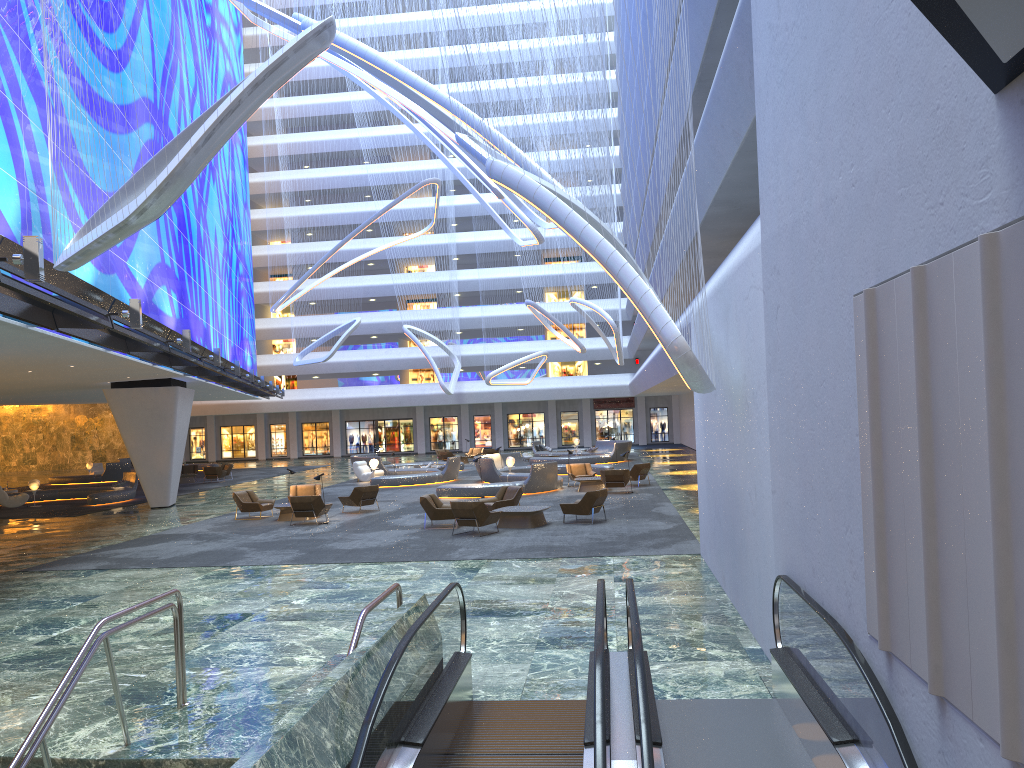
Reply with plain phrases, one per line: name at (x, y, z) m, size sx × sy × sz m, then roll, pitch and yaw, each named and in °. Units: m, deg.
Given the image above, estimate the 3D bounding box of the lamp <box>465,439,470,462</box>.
lamp at (-2.517, 3.769, 50.347) m, size 0.384 × 1.300 × 0.202 m, roll -2°, pitch 0°, yaw -32°

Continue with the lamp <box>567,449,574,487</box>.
lamp at (1.997, 2.897, 30.515) m, size 0.202 × 1.300 × 0.384 m, roll -2°, pitch 0°, yaw 23°

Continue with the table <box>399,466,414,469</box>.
table at (-4.873, 3.997, 40.907) m, size 0.674 × 0.406 × 0.671 m, roll -3°, pitch -2°, yaw 25°

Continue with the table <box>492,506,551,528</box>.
table at (0.231, 3.081, 20.523) m, size 1.204 × 0.392 × 1.203 m, roll -3°, pitch -2°, yaw 24°

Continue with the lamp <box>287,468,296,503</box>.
lamp at (-6.416, 3.097, 25.764) m, size 0.202 × 1.300 × 0.384 m, roll -2°, pitch 0°, yaw 23°

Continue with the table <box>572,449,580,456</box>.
table at (3.350, 3.717, 46.376) m, size 0.418 × 0.595 × 0.428 m, roll -2°, pitch -1°, yaw 2°

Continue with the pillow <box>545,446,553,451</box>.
pillow at (1.987, 3.705, 50.743) m, size 0.875 × 0.280 × 0.684 m, roll -4°, pitch -2°, yaw 43°

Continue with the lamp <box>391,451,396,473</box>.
lamp at (-4.782, 3.376, 36.001) m, size 0.202 × 1.300 × 0.384 m, roll -2°, pitch 0°, yaw -18°

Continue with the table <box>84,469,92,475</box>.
table at (-22.804, 4.892, 47.777) m, size 0.418 × 0.595 × 0.428 m, roll -3°, pitch -1°, yaw 5°

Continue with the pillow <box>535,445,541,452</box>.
pillow at (1.537, 3.647, 50.464) m, size 0.295 × 0.369 × 0.769 m, roll -3°, pitch -2°, yaw 19°

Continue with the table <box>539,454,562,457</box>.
table at (1.986, 3.860, 45.531) m, size 1.203 × 0.392 × 1.203 m, roll -3°, pitch -2°, yaw 6°

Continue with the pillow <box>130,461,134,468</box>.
pillow at (-22.159, 4.730, 52.332) m, size 0.315 × 0.386 × 0.784 m, roll -3°, pitch -2°, yaw 22°

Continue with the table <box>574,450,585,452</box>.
table at (3.773, 3.926, 49.743) m, size 0.671 × 0.406 × 0.674 m, roll -3°, pitch -1°, yaw 2°

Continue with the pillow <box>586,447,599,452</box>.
pillow at (4.257, 3.453, 46.899) m, size 0.692 × 0.262 × 0.878 m, roll -1°, pitch -2°, yaw -32°

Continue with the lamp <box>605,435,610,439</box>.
lamp at (5.120, 3.322, 46.909) m, size 0.384 × 1.300 × 0.202 m, roll -2°, pitch 0°, yaw 6°

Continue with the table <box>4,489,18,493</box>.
table at (-20.269, 4.488, 35.884) m, size 0.671 × 0.406 × 0.674 m, roll -2°, pitch -1°, yaw -7°

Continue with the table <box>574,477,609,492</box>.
table at (2.629, 3.261, 28.821) m, size 1.203 × 0.392 × 1.203 m, roll -3°, pitch -2°, yaw 6°

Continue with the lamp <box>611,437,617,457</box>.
lamp at (4.973, 3.190, 42.853) m, size 0.202 × 1.300 × 0.384 m, roll -2°, pitch 0°, yaw -35°

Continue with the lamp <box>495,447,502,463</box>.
lamp at (-0.510, 3.198, 36.172) m, size 0.384 × 1.300 × 0.202 m, roll -3°, pitch 0°, yaw 23°

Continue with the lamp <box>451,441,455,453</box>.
lamp at (-3.065, 3.674, 46.886) m, size 0.202 × 1.300 × 0.384 m, roll -2°, pitch 0°, yaw -31°

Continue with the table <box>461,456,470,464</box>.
table at (-2.971, 4.179, 48.609) m, size 1.204 × 0.392 × 1.202 m, roll -4°, pitch -2°, yaw 42°

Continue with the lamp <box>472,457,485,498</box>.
lamp at (-1.052, 2.940, 27.939) m, size 0.384 × 1.300 × 0.202 m, roll -3°, pitch 0°, yaw 23°

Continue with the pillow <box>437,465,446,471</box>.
pillow at (-2.565, 3.368, 35.817) m, size 0.692 × 0.262 × 0.877 m, roll -3°, pitch -2°, yaw 15°

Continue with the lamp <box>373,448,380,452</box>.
lamp at (-6.302, 3.621, 41.242) m, size 0.384 × 1.300 × 0.202 m, roll -2°, pitch 0°, yaw -1°

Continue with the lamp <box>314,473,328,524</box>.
lamp at (-4.873, 2.923, 22.618) m, size 0.384 × 1.300 × 0.202 m, roll -3°, pitch 0°, yaw 23°

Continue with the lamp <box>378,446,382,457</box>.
lamp at (-6.487, 3.711, 43.648) m, size 0.202 × 1.300 × 0.384 m, roll -2°, pitch 0°, yaw -40°

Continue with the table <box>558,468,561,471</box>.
table at (1.306, 3.506, 34.320) m, size 1.203 × 0.392 × 1.203 m, roll -3°, pitch -2°, yaw 6°

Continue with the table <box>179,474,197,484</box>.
table at (-15.552, 4.494, 41.953) m, size 1.202 × 0.392 × 1.204 m, roll -1°, pitch -2°, yaw -29°

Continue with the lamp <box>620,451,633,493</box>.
lamp at (3.540, 2.723, 27.370) m, size 0.384 × 1.300 × 0.202 m, roll -3°, pitch 0°, yaw 23°

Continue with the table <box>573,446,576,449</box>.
table at (3.655, 3.866, 51.137) m, size 0.417 × 0.595 × 0.428 m, roll -2°, pitch -1°, yaw -40°

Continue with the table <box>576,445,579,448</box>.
table at (3.821, 3.911, 52.395) m, size 0.418 × 0.595 × 0.428 m, roll -2°, pitch -1°, yaw -20°

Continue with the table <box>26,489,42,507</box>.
table at (-17.152, 4.104, 31.861) m, size 0.427 × 0.595 × 0.418 m, roll -3°, pitch -1°, yaw 5°

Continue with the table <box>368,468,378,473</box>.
table at (-5.690, 3.768, 36.493) m, size 0.418 × 0.595 × 0.428 m, roll -2°, pitch -1°, yaw -20°

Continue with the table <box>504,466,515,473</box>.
table at (-0.079, 3.422, 33.421) m, size 0.418 × 0.595 × 0.428 m, roll -3°, pitch -1°, yaw 5°

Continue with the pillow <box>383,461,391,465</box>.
pillow at (-6.103, 3.820, 42.710) m, size 0.443 × 0.207 × 0.445 m, roll -1°, pitch -2°, yaw -33°

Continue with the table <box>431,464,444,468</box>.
table at (-3.362, 3.935, 41.024) m, size 0.673 × 0.406 × 0.671 m, roll -2°, pitch -2°, yaw -32°

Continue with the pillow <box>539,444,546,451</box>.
pillow at (1.747, 3.614, 50.476) m, size 0.315 × 0.386 × 0.784 m, roll -3°, pitch -2°, yaw 21°

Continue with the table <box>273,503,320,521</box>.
table at (-5.784, 3.461, 24.070) m, size 1.203 × 0.392 × 1.203 m, roll -3°, pitch -2°, yaw 6°
